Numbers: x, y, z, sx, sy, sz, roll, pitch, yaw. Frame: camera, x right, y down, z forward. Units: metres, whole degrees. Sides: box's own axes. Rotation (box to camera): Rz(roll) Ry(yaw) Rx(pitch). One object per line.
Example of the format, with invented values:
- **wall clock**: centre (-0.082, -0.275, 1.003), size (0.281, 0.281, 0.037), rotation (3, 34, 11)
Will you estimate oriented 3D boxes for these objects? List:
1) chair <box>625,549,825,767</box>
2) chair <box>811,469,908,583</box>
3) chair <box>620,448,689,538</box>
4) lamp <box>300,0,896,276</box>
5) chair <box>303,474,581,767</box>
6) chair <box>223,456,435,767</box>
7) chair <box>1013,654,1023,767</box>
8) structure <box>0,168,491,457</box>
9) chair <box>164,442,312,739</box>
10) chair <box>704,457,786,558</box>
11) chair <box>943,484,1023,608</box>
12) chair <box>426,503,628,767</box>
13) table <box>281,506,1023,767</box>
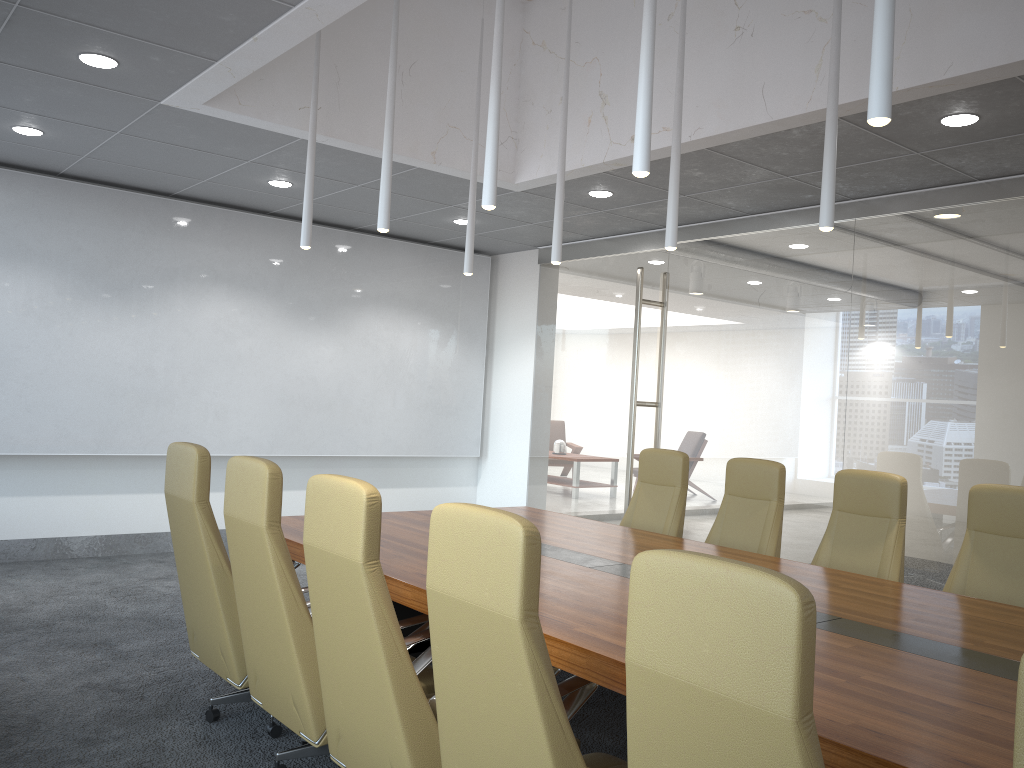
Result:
- **chair**: centre (0.724, 1.085, 2.098), size (0.955, 1.406, 0.711), rotation (4, -1, -39)
- **chair**: centre (1.748, 1.191, 4.972), size (0.955, 1.406, 0.711), rotation (4, -1, -39)
- **chair**: centre (0.740, 1.155, 6.226), size (0.955, 1.406, 0.711), rotation (4, -1, -39)
- **lamp**: centre (1.411, -1.963, 3.581), size (2.619, 2.378, 7.258), rotation (4, -1, -39)
- **chair**: centre (-0.290, 1.048, 3.359), size (0.955, 1.406, 0.711), rotation (4, -1, -39)
- **chair**: centre (-0.776, 1.031, 3.963), size (0.955, 1.406, 0.711), rotation (4, -1, -39)
- **chair**: centre (1.231, 1.103, 1.468), size (0.955, 1.406, 0.711), rotation (4, -1, -39)
- **structure**: centre (1.360, -0.362, 3.592), size (6.600, 2.466, 13.989), rotation (4, -1, -39)
- **chair**: centre (-1.275, 1.013, 4.584), size (0.955, 1.406, 0.711), rotation (4, -1, -39)
- **chair**: centre (1.242, 1.173, 5.602), size (0.955, 1.406, 0.711), rotation (4, -1, -39)
- **chair**: centre (2.247, 1.209, 4.353), size (0.955, 1.406, 0.711), rotation (4, -1, -39)
- **chair**: centre (0.220, 1.067, 2.725), size (0.955, 1.406, 0.711), rotation (4, -1, -39)
- **table**: centre (1.220, 1.392, 3.525), size (2.300, 0.895, 6.500), rotation (4, -1, -39)
